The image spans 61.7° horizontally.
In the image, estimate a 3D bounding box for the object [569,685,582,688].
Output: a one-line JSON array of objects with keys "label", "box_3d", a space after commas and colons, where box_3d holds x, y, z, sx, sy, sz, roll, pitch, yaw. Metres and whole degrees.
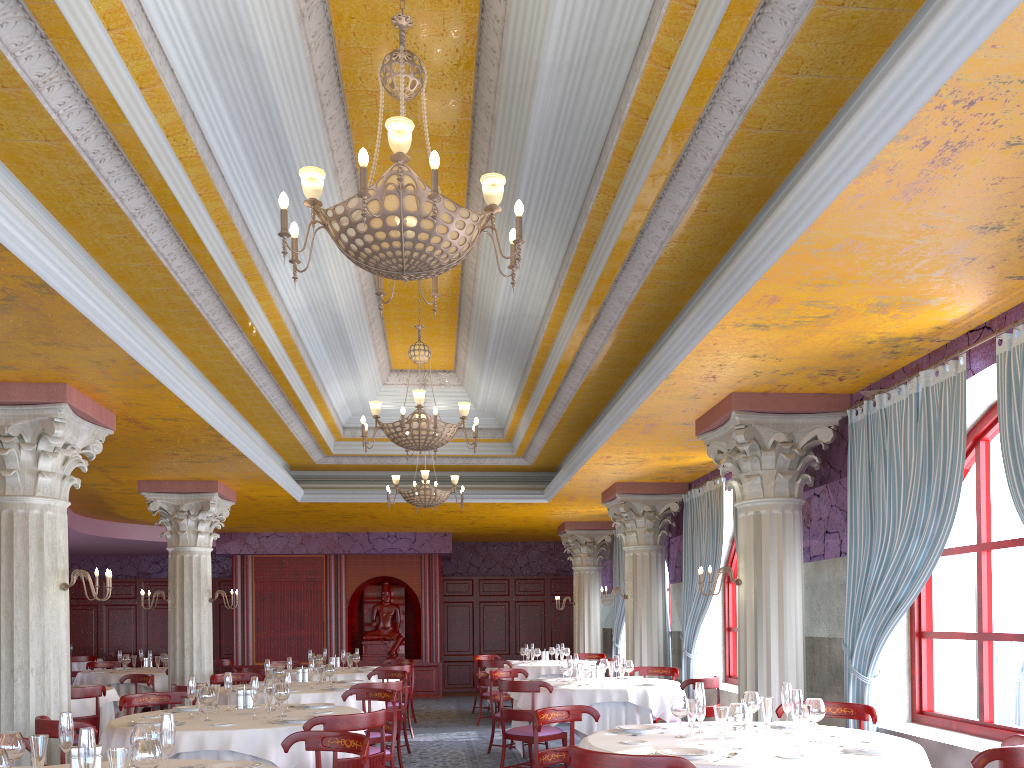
[{"label": "object", "box_3d": [0.691, 3.354, 9.498, 0.055, 0.019, 0.261, -13, -20, 42]}]

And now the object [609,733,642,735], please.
[{"label": "object", "box_3d": [0.738, 2.267, 5.562, 0.055, 0.019, 0.261, 13, -20, -43]}]

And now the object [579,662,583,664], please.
[{"label": "object", "box_3d": [1.165, 4.720, 14.474, 0.313, 0.024, 0.324, 1, -15, -5]}]

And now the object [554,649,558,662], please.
[{"label": "object", "box_3d": [0.793, 4.833, 15.250, 0.086, 0.234, 0.086, -1, -2, 20]}]

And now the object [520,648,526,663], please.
[{"label": "object", "box_3d": [0.200, 4.787, 15.105, 0.122, 0.261, 0.124, -1, -3, 9]}]

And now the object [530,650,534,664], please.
[{"label": "object", "box_3d": [0.355, 4.680, 14.678, 0.086, 0.234, 0.086, 0, -3, -25]}]

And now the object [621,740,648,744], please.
[{"label": "object", "box_3d": [0.741, 2.167, 5.179, 0.159, 0.009, 0.164, -5, -16, 14]}]

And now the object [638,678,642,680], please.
[{"label": "object", "box_3d": [1.613, 3.667, 10.652, 0.028, 0.013, 0.237, -11, -18, 38]}]

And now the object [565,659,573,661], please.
[{"label": "object", "box_3d": [1.064, 5.019, 15.553, 0.313, 0.024, 0.324, 1, -15, -5]}]

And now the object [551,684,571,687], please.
[{"label": "object", "box_3d": [0.508, 3.384, 9.606, 0.313, 0.024, 0.324, 1, -15, -5]}]

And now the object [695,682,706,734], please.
[{"label": "object", "box_3d": [1.224, 2.111, 5.579, 0.074, 0.332, 0.074, -1, -1, 31]}]

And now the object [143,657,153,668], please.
[{"label": "object", "box_3d": [-8.479, 4.412, 15.236, 5.700, 1.180, 0.355, -7, -4, 23]}]

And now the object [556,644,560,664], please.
[{"label": "object", "box_3d": [0.783, 4.617, 14.641, 0.074, 0.332, 0.074, -1, -1, 31]}]

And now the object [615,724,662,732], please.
[{"label": "object", "box_3d": [0.845, 2.314, 5.745, 0.313, 0.024, 0.324, 1, -15, -5]}]

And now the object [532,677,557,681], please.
[{"label": "object", "box_3d": [0.407, 3.683, 10.685, 0.316, 0.024, 0.321, 10, -19, -34]}]

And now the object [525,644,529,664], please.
[{"label": "object", "box_3d": [0.250, 4.654, 14.754, 0.074, 0.332, 0.074, -1, -1, 31]}]

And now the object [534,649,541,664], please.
[{"label": "object", "box_3d": [0.433, 4.642, 14.590, 0.123, 0.261, 0.123, 2, -4, -36]}]

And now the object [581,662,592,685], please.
[{"label": "object", "box_3d": [0.855, 3.322, 9.823, 0.123, 0.261, 0.123, 2, -4, -36]}]

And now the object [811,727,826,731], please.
[{"label": "object", "box_3d": [2.051, 2.298, 5.712, 0.028, 0.013, 0.237, -11, -18, 38]}]

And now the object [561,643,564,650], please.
[{"label": "object", "box_3d": [0.896, 4.763, 15.174, 0.074, 0.332, 0.074, -1, -1, 31]}]

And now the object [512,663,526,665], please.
[{"label": "object", "box_3d": [0.086, 4.704, 14.373, 0.313, 0.024, 0.324, 1, -15, -5]}]

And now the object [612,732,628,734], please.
[{"label": "object", "box_3d": [0.761, 2.284, 5.593, 0.257, 0.003, 0.022, -13, -20, 38]}]

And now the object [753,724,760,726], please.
[{"label": "object", "box_3d": [1.742, 2.364, 5.953, 0.055, 0.019, 0.261, -13, -20, 42]}]

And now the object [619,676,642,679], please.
[{"label": "object", "box_3d": [1.487, 3.699, 10.786, 0.313, 0.024, 0.324, 1, -15, -5]}]

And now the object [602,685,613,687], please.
[{"label": "object", "box_3d": [1.065, 3.368, 9.542, 0.161, 0.009, 0.162, -11, -19, 33]}]

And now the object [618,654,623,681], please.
[{"label": "object", "box_3d": [1.319, 3.442, 10.407, 0.074, 0.332, 0.074, 0, -1, -14]}]

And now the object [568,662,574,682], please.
[{"label": "object", "box_3d": [0.710, 3.500, 10.416, 0.086, 0.234, 0.087, -1, -2, -3]}]

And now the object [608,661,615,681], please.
[{"label": "object", "box_3d": [1.215, 3.513, 10.483, 0.086, 0.234, 0.086, -1, -2, 20]}]

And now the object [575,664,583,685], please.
[{"label": "object", "box_3d": [0.777, 3.360, 9.911, 0.086, 0.234, 0.086, -1, -2, 20]}]

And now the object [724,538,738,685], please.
[{"label": "object", "box_3d": [3.230, 2.460, 10.339, 0.160, 2.495, 3.679, -1, -11, -5]}]

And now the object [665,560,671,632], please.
[{"label": "object", "box_3d": [2.809, 3.774, 15.080, 0.160, 2.495, 3.679, -1, -11, -5]}]

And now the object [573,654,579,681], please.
[{"label": "object", "box_3d": [0.786, 3.479, 10.520, 0.074, 0.332, 0.074, 0, -1, -36]}]

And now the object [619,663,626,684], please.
[{"label": "object", "box_3d": [1.282, 3.373, 9.978, 0.086, 0.234, 0.086, 0, -3, -25]}]

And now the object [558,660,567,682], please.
[{"label": "object", "box_3d": [0.622, 3.466, 10.338, 0.122, 0.261, 0.124, -1, -3, 9]}]

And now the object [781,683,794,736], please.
[{"label": "object", "box_3d": [1.757, 2.074, 5.466, 0.074, 0.332, 0.074, -1, -1, 31]}]

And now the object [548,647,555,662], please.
[{"label": "object", "box_3d": [0.714, 4.845, 15.337, 0.122, 0.261, 0.124, 0, -3, -14]}]

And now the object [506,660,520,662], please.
[{"label": "object", "box_3d": [-0.015, 5.003, 15.452, 0.313, 0.024, 0.324, 1, -15, -5]}]

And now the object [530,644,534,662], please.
[{"label": "object", "box_3d": [0.363, 4.800, 15.287, 0.074, 0.332, 0.074, -1, -1, 31]}]

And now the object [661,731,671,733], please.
[{"label": "object", "box_3d": [1.020, 2.291, 5.643, 0.030, 0.010, 0.141, -12, -19, 40]}]

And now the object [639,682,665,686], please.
[{"label": "object", "box_3d": [1.588, 3.400, 9.707, 0.313, 0.024, 0.324, 1, -15, -5]}]

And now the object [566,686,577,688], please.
[{"label": "object", "box_3d": [0.661, 3.370, 9.521, 0.022, 0.003, 0.258, -12, -19, 36]}]

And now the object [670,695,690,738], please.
[{"label": "object", "box_3d": [1.060, 2.098, 5.397, 0.122, 0.261, 0.124, -1, -3, 9]}]

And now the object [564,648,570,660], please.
[{"label": "object", "box_3d": [0.947, 4.701, 14.823, 0.122, 0.261, 0.124, -1, -3, 9]}]

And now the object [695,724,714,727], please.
[{"label": "object", "box_3d": [1.318, 2.371, 5.940, 0.159, 0.009, 0.164, -5, -16, 14]}]

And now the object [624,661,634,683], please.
[{"label": "object", "box_3d": [1.370, 3.380, 10.056, 0.123, 0.261, 0.123, 2, -4, -36]}]

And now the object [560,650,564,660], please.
[{"label": "object", "box_3d": [0.860, 4.693, 14.745, 0.086, 0.234, 0.086, 0, -3, -25]}]

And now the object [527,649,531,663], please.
[{"label": "object", "box_3d": [0.288, 4.820, 15.182, 0.086, 0.234, 0.086, 0, -3, -25]}]

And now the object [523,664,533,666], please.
[{"label": "object", "box_3d": [0.269, 4.675, 14.265, 0.055, 0.019, 0.261, -13, -20, 42]}]

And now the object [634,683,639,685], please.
[{"label": "object", "box_3d": [1.413, 3.437, 9.809, 0.030, 0.010, 0.141, -12, -19, 40]}]

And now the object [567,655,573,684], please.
[{"label": "object", "box_3d": [0.673, 3.333, 9.987, 0.074, 0.332, 0.074, -1, -1, 9]}]

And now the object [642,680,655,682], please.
[{"label": "object", "box_3d": [1.642, 3.572, 10.304, 0.161, 0.009, 0.162, 14, -21, -43]}]

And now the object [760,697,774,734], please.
[{"label": "object", "box_3d": [1.653, 2.145, 5.542, 0.086, 0.234, 0.086, -1, -2, 20]}]

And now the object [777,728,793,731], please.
[{"label": "object", "box_3d": [1.823, 2.290, 5.672, 0.141, 0.010, 0.030, -15, -19, 41]}]

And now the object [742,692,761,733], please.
[{"label": "object", "box_3d": [1.575, 2.156, 5.630, 0.122, 0.261, 0.124, 0, -3, -14]}]

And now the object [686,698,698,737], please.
[{"label": "object", "box_3d": [1.148, 2.131, 5.475, 0.086, 0.234, 0.086, 0, -3, -25]}]

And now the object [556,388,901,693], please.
[{"label": "object", "box_3d": [2.782, 1.953, 7.578, 2.092, 3.513, 30.158, 0, -15, -5]}]

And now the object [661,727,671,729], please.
[{"label": "object", "box_3d": [0.979, 2.354, 5.871, 0.236, 0.013, 0.028, -14, -18, 39]}]

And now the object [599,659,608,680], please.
[{"label": "object", "box_3d": [1.137, 3.525, 10.571, 0.122, 0.261, 0.124, 0, -3, -14]}]

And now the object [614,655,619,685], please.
[{"label": "object", "box_3d": [1.206, 3.297, 9.874, 0.074, 0.332, 0.074, -1, -1, 31]}]
